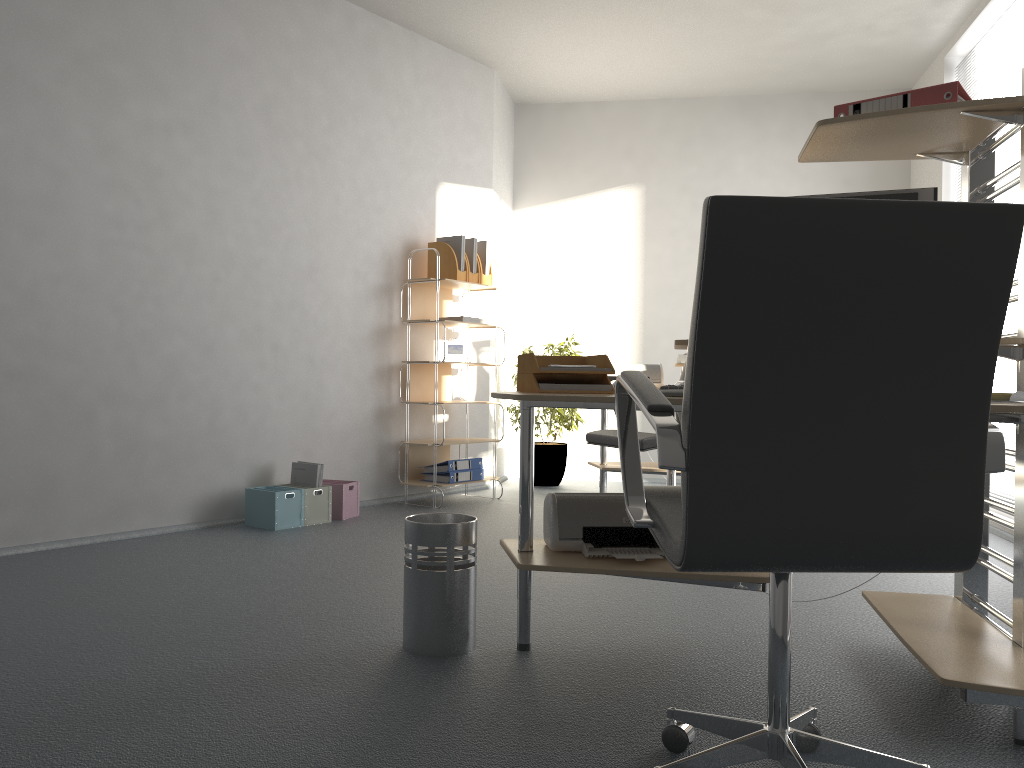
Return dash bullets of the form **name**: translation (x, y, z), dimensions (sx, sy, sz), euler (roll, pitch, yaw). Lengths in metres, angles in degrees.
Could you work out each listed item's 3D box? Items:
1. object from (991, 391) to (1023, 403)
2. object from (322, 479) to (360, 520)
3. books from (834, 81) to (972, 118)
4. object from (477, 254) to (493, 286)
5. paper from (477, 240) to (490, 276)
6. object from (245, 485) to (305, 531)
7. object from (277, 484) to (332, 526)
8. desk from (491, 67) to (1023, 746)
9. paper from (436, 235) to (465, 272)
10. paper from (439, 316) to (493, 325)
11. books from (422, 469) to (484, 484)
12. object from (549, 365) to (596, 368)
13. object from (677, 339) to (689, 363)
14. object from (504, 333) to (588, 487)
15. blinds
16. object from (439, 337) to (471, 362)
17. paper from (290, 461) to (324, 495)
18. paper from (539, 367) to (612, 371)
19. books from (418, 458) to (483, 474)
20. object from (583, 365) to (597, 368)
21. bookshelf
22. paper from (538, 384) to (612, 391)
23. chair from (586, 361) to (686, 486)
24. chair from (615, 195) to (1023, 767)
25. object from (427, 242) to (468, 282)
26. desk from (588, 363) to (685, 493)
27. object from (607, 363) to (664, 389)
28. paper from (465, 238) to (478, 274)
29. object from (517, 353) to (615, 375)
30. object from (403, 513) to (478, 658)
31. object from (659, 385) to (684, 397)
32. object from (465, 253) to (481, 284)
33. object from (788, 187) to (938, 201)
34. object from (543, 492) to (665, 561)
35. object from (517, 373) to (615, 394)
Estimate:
- **object**: translation (1.132, 0.029, 2.048), dimensions (0.132, 0.026, 0.132), euler (1, 0, 11)
- **object**: translation (-1.001, 0.645, 4.929), dimensions (0.245, 0.202, 0.185), euler (1, 0, 19)
- **books**: translation (1.101, -0.737, 2.455), dimensions (0.320, 0.072, 0.262), euler (1, 0, 43)
- **object**: translation (-0.249, -0.761, 5.784), dimensions (0.243, 0.259, 0.113), euler (1, 0, 41)
- **paper**: translation (-0.236, -0.780, 5.801), dimensions (0.213, 0.297, 0.045), euler (1, 0, 41)
- **object**: translation (-1.226, 0.642, 4.585), dimensions (0.245, 0.202, 0.185), euler (1, 0, 37)
- **object**: translation (-1.115, 0.643, 4.733), dimensions (0.245, 0.202, 0.185), euler (1, 0, 37)
- **desk**: translation (0.607, -0.015, 2.328), dimensions (1.469, 1.566, 0.967), euler (1, 0, 10)
- **paper**: translation (-0.392, -0.783, 5.607), dimensions (0.213, 0.297, 0.045), euler (1, 0, 36)
- **paper**: translation (-0.299, -0.402, 5.709), dimensions (0.213, 0.046, 0.297), euler (1, 0, 37)
- **books**: translation (-0.381, 0.574, 5.625), dimensions (0.262, 0.072, 0.320), euler (1, 0, 39)
- **object**: translation (0.173, -0.051, 2.559), dimensions (0.159, 0.009, 0.008), euler (1, 0, -26)
- **object**: translation (1.075, -0.198, 5.333), dimensions (0.150, 0.151, 0.119), euler (1, 0, -4)
- **object**: translation (0.279, 0.190, 6.589), dimensions (0.544, 1.147, 0.644), euler (1, 0, 39)
- **blinds**: translation (2.695, -0.680, 4.796), dimensions (0.037, 2.749, 1.950), euler (1, 0, 10)
- **object**: translation (-0.359, -0.217, 5.622), dimensions (0.192, 0.161, 0.077), euler (1, 0, -34)
- **paper**: translation (-1.104, 0.573, 4.744), dimensions (0.220, 0.306, 0.068), euler (1, 0, 37)
- **paper**: translation (0.156, -0.043, 2.659), dimensions (0.210, 0.010, 0.297), euler (1, 0, -11)
- **books**: translation (-0.388, 0.518, 5.631), dimensions (0.263, 0.100, 0.320), euler (1, 0, 39)
- **object**: translation (0.185, -0.051, 2.586), dimensions (0.159, 0.009, 0.008), euler (1, 0, -34)
- **bookshelf**: translation (-0.374, -0.036, 5.643), dimensions (0.381, 1.572, 0.724), euler (1, 0, 38)
- **paper**: translation (0.155, 0.009, 2.659), dimensions (0.210, 0.019, 0.297), euler (1, 0, -11)
- **chair**: translation (0.737, 0.242, 4.022), dimensions (0.652, 1.048, 0.584), euler (1, 0, -24)
- **chair**: translation (0.507, 0.243, 1.647), dimensions (0.584, 1.048, 0.652), euler (1, 0, -3)
- **object**: translation (-0.403, -0.763, 5.590), dimensions (0.243, 0.259, 0.113), euler (1, 0, 36)
- **desk**: translation (1.112, -0.012, 5.076), dimensions (1.469, 1.566, 0.967), euler (1, 0, 10)
- **object**: translation (0.705, -0.051, 5.396), dimensions (0.438, 0.162, 0.351), euler (1, 0, 2)
- **paper**: translation (-0.318, -0.782, 5.706), dimensions (0.213, 0.297, 0.045), euler (1, 0, 38)
- **object**: translation (0.156, -0.060, 2.660), dimensions (0.225, 0.060, 0.309), euler (1, 0, -11)
- **object**: translation (-0.206, 0.574, 2.545), dimensions (0.208, 0.377, 0.208), euler (1, 0, -36)
- **object**: translation (0.679, 0.047, 2.434), dimensions (0.478, 0.082, 0.814), euler (1, 0, 18)
- **object**: translation (-0.329, -0.762, 5.689), dimensions (0.243, 0.259, 0.113), euler (1, 0, 38)
- **object**: translation (0.946, -0.328, 2.562), dimensions (0.516, 0.418, 0.245), euler (1, 0, 32)
- **object**: translation (0.326, 0.399, 2.525), dimensions (0.438, 0.162, 0.351), euler (1, 0, -5)
- **object**: translation (0.155, -0.003, 2.660), dimensions (0.225, 0.060, 0.309), euler (1, 0, -11)
